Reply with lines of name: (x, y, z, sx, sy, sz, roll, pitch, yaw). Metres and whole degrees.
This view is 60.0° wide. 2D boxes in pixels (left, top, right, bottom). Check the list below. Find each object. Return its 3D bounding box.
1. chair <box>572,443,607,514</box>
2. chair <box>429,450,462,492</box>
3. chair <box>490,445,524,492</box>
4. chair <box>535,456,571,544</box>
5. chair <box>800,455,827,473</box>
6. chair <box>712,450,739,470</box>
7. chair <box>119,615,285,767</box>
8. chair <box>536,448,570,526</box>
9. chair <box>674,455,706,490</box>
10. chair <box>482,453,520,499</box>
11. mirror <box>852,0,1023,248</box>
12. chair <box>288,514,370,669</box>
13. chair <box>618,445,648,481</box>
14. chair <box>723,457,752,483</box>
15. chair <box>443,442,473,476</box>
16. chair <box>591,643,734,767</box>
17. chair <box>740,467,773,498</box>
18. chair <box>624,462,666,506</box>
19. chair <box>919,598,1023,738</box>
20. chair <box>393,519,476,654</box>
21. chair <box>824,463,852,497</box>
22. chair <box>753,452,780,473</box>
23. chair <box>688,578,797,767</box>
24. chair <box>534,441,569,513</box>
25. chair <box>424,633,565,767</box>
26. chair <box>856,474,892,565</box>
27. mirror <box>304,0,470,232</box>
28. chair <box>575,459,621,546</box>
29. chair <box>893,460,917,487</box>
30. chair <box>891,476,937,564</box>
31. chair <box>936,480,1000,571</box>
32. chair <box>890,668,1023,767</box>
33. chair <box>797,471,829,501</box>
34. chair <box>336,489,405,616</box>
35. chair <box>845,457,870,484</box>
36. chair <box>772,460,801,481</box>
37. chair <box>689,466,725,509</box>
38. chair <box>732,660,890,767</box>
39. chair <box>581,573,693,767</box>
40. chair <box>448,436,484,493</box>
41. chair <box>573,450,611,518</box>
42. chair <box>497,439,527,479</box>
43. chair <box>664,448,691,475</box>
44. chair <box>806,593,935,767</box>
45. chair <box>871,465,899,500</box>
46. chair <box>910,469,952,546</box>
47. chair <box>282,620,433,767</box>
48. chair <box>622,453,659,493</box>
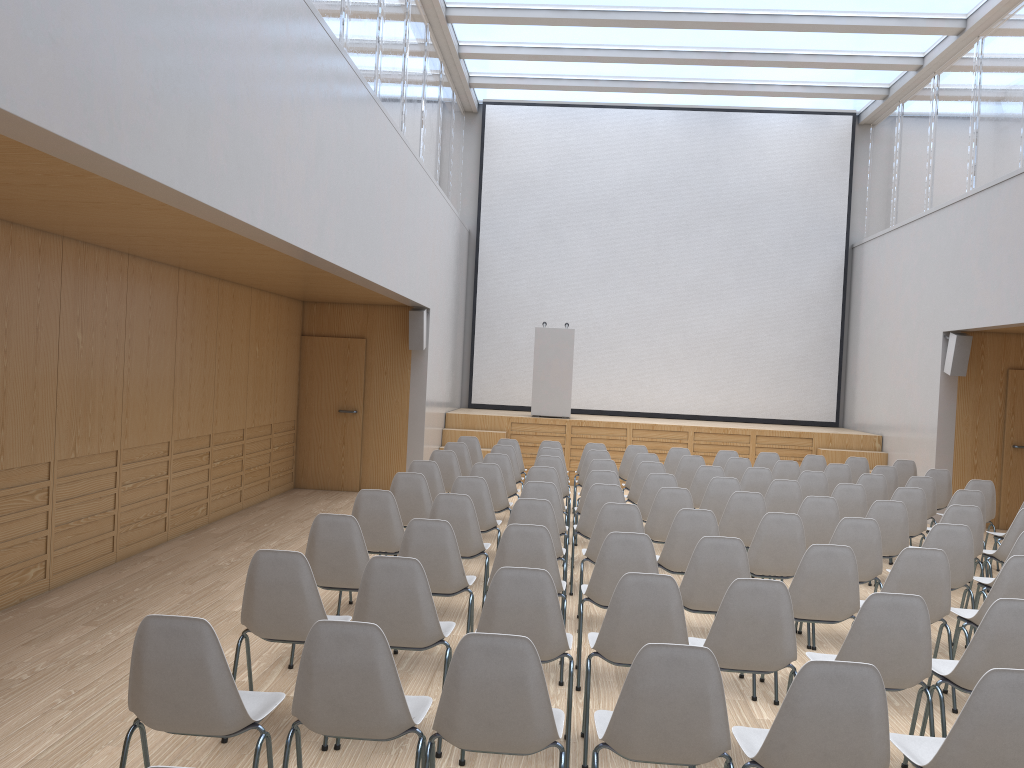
chair: (1.008, 1.149, 10.987, 0.479, 0.876, 0.505, 3, 1, 4)
chair: (-0.686, 1.095, 9.110, 0.479, 0.876, 0.505, 3, 1, 4)
chair: (-0.100, 1.109, 10.056, 0.479, 0.876, 0.505, 3, 1, 4)
chair: (0.369, 1.147, 9.052, 0.479, 0.876, 0.505, 3, 1, 4)
chair: (3.606, 1.279, 10.822, 0.479, 0.876, 0.505, 3, 1, 4)
chair: (2.575, 1.228, 10.847, 0.479, 0.876, 0.505, 3, 1, 4)
chair: (-1.068, 1.167, 3.064, 0.479, 0.876, 0.505, 3, 1, 4)
chair: (0.424, 1.136, 9.982, 0.479, 0.876, 0.505, 3, 1, 4)
chair: (1.968, 1.213, 9.925, 0.479, 0.876, 0.505, 3, 1, 4)
chair: (-0.152, 1.122, 9.017, 0.479, 0.876, 0.505, 3, 1, 4)
mirror: (5.379, -3.241, 6.151, 0.253, 2.090, 17.826, 3, 1, 4)
chair: (-0.963, 1.142, 5.082, 0.479, 0.876, 0.505, 3, 1, 4)
chair: (1.508, 1.174, 10.984, 0.479, 0.876, 0.505, 3, 1, 4)
chair: (2.474, 1.237, 9.920, 0.479, 0.876, 0.505, 3, 1, 4)
chair: (-0.625, 1.082, 10.118, 0.479, 0.876, 0.505, 3, 1, 4)
chair: (0.511, 1.246, 3.022, 0.479, 0.876, 0.505, 3, 1, 4)
chair: (2.404, 1.249, 8.913, 0.479, 0.876, 0.505, 3, 1, 4)
chair: (1.367, 1.198, 8.961, 0.479, 0.876, 0.505, 3, 1, 4)
chair: (2.073, 1.309, 3.866, 0.479, 0.876, 0.505, 3, 1, 4)
chair: (-0.451, 1.167, 5.069, 0.479, 0.876, 0.505, 3, 1, 4)
chair: (3.507, 1.290, 9.786, 0.479, 0.876, 0.505, 3, 1, 4)
chair: (3.073, 1.252, 10.874, 0.479, 0.876, 0.505, 3, 1, 4)
chair: (1.040, 1.257, 4.000, 0.479, 0.876, 0.505, 3, 1, 4)
chair: (0.468, 1.123, 10.981, 0.479, 0.876, 0.505, 3, 1, 4)
chair: (-0.051, 1.218, 3.040, 0.479, 0.876, 0.505, 3, 1, 4)
chair: (3.485, 1.304, 8.826, 0.479, 0.876, 0.505, 3, 1, 4)
mirror: (-1.390, -3.580, 6.581, 0.253, 2.090, 17.826, 3, 1, 4)
chair: (0.893, 1.174, 8.971, 0.479, 0.876, 0.505, 3, 1, 4)
chair: (4.652, 1.332, 10.756, 0.479, 0.876, 0.505, 3, 1, 4)
chair: (3.959, 1.327, 8.824, 0.479, 0.876, 0.505, 3, 1, 4)
chair: (4.498, 1.354, 8.762, 0.479, 0.876, 0.505, 3, 1, 4)
chair: (1.542, 1.297, 2.938, 0.479, 0.876, 0.505, 3, 1, 4)
chair: (2.910, 1.276, 8.822, 0.479, 0.876, 0.505, 3, 1, 4)
chair: (-0.903, 1.129, 6.100, 0.479, 0.876, 0.505, 3, 1, 4)
chair: (4.111, 1.304, 10.818, 0.479, 0.876, 0.505, 3, 1, 4)
chair: (2.979, 1.263, 9.860, 0.479, 0.876, 0.505, 3, 1, 4)
chair: (1.921, 1.227, 8.844, 0.479, 0.876, 0.505, 3, 1, 4)
chair: (0.989, 1.270, 2.933, 0.479, 0.876, 0.505, 3, 1, 4)
chair: (0.573, 1.234, 4.002, 0.479, 0.876, 0.505, 3, 1, 4)
chair: (-0.536, 1.072, 11.086, 0.479, 0.876, 0.505, 3, 1, 4)
chair: (0.948, 1.161, 10.008, 0.479, 0.876, 0.505, 3, 1, 4)
chair: (-0.050, 1.098, 10.973, 0.479, 0.876, 0.505, 3, 1, 4)
chair: (2.009, 1.200, 10.904, 0.479, 0.876, 0.505, 3, 1, 4)
chair: (1.557, 1.284, 3.857, 0.479, 0.876, 0.505, 3, 1, 4)
chair: (4.019, 1.315, 9.812, 0.479, 0.876, 0.505, 3, 1, 4)
chair: (4.551, 1.343, 9.720, 0.479, 0.876, 0.505, 3, 1, 4)
chair: (-0.533, 1.193, 3.098, 0.479, 0.876, 0.505, 3, 1, 4)
chair: (1.466, 1.188, 9.916, 0.479, 0.876, 0.505, 3, 1, 4)
